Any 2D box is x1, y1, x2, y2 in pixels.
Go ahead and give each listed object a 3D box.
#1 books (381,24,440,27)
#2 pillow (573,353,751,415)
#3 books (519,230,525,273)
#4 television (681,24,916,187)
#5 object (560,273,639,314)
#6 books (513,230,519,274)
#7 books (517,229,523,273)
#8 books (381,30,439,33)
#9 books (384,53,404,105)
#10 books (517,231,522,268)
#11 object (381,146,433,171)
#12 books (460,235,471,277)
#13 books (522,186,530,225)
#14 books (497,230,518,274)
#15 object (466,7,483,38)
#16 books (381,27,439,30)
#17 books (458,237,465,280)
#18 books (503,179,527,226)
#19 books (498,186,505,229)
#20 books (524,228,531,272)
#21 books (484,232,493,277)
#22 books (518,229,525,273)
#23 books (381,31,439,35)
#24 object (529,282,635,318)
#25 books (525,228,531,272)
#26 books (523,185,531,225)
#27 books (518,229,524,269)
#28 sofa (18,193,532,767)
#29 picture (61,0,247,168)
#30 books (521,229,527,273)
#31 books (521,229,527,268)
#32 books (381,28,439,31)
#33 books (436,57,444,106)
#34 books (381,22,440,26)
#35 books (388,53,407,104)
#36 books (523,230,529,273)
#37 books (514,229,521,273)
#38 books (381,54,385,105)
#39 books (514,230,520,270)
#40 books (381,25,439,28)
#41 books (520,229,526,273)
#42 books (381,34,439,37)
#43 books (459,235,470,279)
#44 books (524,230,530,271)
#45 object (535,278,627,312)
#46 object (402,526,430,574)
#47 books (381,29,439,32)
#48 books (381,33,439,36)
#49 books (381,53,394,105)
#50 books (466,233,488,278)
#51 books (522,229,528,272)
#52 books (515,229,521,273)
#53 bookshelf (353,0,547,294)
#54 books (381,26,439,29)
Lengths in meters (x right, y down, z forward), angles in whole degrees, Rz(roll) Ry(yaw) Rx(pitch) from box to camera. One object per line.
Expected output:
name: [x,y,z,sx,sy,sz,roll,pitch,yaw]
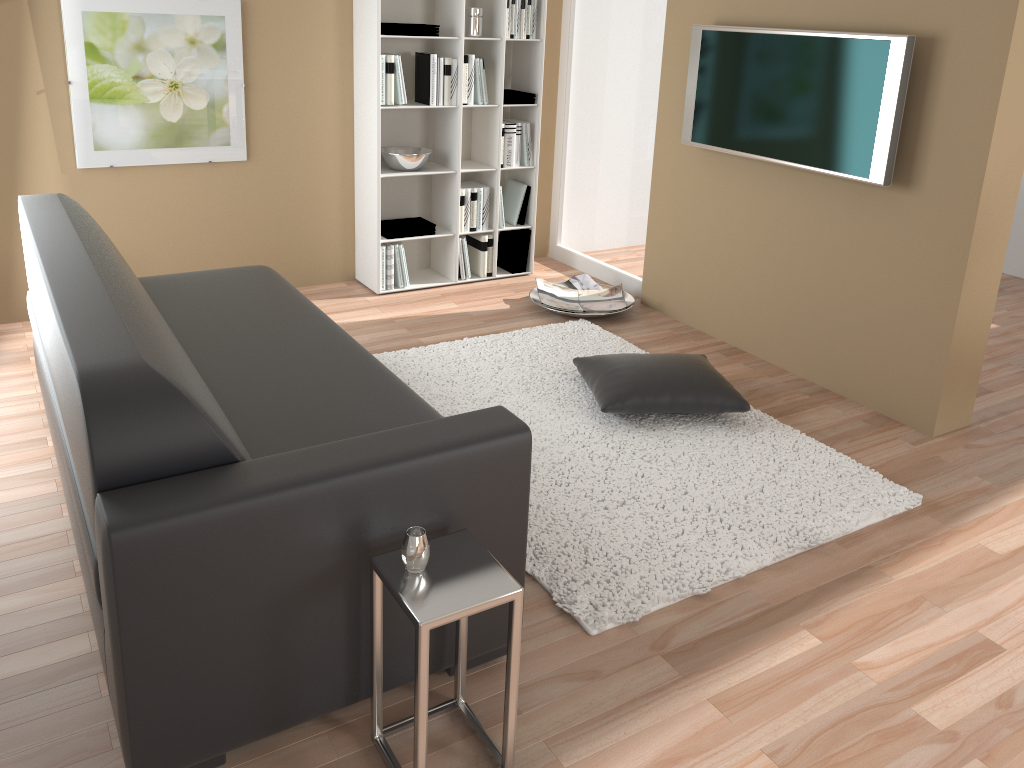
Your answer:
books: [-0.570,-1.937,4.752,0.300,0.007,0.217,-11,27,-30]
pillow: [0.600,-0.007,3.651,0.609,0.202,0.605,0,22,-6]
books: [0.009,-0.847,5.481,0.032,0.259,0.217,-8,22,-29]
television: [1.185,-1.258,3.862,0.055,0.558,1.210,-8,24,-30]
object: [0.418,-0.488,4.929,0.346,0.093,0.514,-11,26,-29]
books: [-0.029,-0.839,5.457,0.032,0.260,0.218,-8,22,-30]
books: [-0.006,-0.844,5.473,0.032,0.259,0.217,-8,22,-29]
books: [-0.577,-1.907,4.760,0.300,0.006,0.216,-12,27,-31]
books: [-0.651,-1.656,4.772,0.060,0.251,0.214,-8,22,-29]
books: [-0.010,-0.843,5.470,0.032,0.259,0.217,-8,22,-29]
object: [-0.601,-1.271,4.986,0.301,0.103,0.308,12,24,21]
books: [-0.316,-0.786,5.299,0.058,0.249,0.214,-8,22,-30]
books: [0.033,-1.124,5.442,0.043,0.234,0.225,-8,22,-29]
books: [-0.034,-0.838,5.456,0.032,0.259,0.217,-8,22,-29]
object: [-0.208,-2.022,4.921,0.093,0.156,0.097,-3,20,-17]
books: [-0.573,-1.922,4.754,0.299,0.006,0.217,-11,26,-29]
books: [-0.346,-0.774,5.267,0.060,0.251,0.214,-8,22,-30]
books: [0.002,-1.121,5.425,0.086,0.237,0.214,-8,22,-30]
books: [-0.112,-1.086,5.320,0.060,0.251,0.214,-8,22,-30]
books: [0.041,-0.856,5.500,0.032,0.264,0.226,-8,22,-29]
books: [-0.182,-0.807,5.364,0.040,0.249,0.214,-8,22,-30]
books: [0.004,-0.846,5.478,0.032,0.259,0.217,-8,22,-29]
books: [-0.575,-1.901,4.762,0.300,0.006,0.217,-11,27,-30]
object: [0.385,-0.453,4.883,0.593,0.061,0.600,17,27,30]
books: [0.046,-0.855,5.503,0.032,0.259,0.217,-8,22,-29]
books: [0.039,-1.123,5.446,0.043,0.230,0.217,-8,22,-29]
books: [-0.001,-0.848,5.475,0.032,0.264,0.226,-8,22,-29]
sofa: [-0.918,-0.027,2.775,0.959,0.805,2.328,-10,25,-29]
picture: [-1.735,-1.488,4.343,0.823,0.788,0.019,-10,21,-31]
books: [0.021,-0.853,5.491,0.032,0.261,0.220,-8,22,-30]
books: [0.016,-0.852,5.489,0.032,0.261,0.220,-8,22,-30]
books: [-0.573,-1.917,4.758,0.300,0.006,0.217,-11,27,-30]
books: [-0.441,-1.694,4.906,0.040,0.249,0.214,-8,22,-30]
books: [-0.570,-1.943,4.752,0.300,0.006,0.217,-11,27,-30]
books: [-0.636,-1.664,4.793,0.058,0.249,0.214,-8,22,-30]
books: [0.032,-0.852,5.495,0.032,0.259,0.217,-8,22,-29]
books: [-0.022,-0.844,5.466,0.032,0.261,0.220,-8,22,-30]
books: [-0.734,-1.640,4.725,0.040,0.249,0.214,-8,22,-29]
books: [-0.026,-0.844,5.463,0.032,0.261,0.220,-8,22,-30]
books: [-0.575,-1.933,4.756,0.300,0.007,0.217,-11,27,-30]
books: [0.014,-0.848,5.483,0.032,0.260,0.218,-8,22,-30]
books: [-0.576,-1.891,4.764,0.300,0.007,0.217,-11,27,-30]
books: [-0.322,-0.775,5.278,0.058,0.249,0.214,-8,22,-30]
books: [0.037,-0.853,5.498,0.032,0.259,0.217,-8,22,-29]
object: [0.384,-0.485,4.889,0.499,0.093,0.356,2,23,-2]
object: [-0.194,0.336,1.778,0.058,0.083,0.059,12,21,26]
books: [-0.573,-1.912,4.760,0.300,0.006,0.217,-11,27,-30]
books: [-0.575,-1.896,4.764,0.300,0.006,0.217,-11,27,-30]
books: [-0.691,-1.647,4.745,0.040,0.249,0.214,-8,22,-30]
books: [-0.214,-0.798,5.340,0.040,0.249,0.214,-8,22,-30]
books: [0.028,-0.852,5.490,0.032,0.263,0.223,-8,22,-30]
books: [-0.014,-0.844,5.465,0.032,0.263,0.223,-8,22,-30]
bookshelf: [-0.353,-1.642,5.034,1.047,2.067,0.342,-9,21,-31]
books: [-0.575,-1.929,4.757,0.300,0.007,0.217,-11,27,-30]
